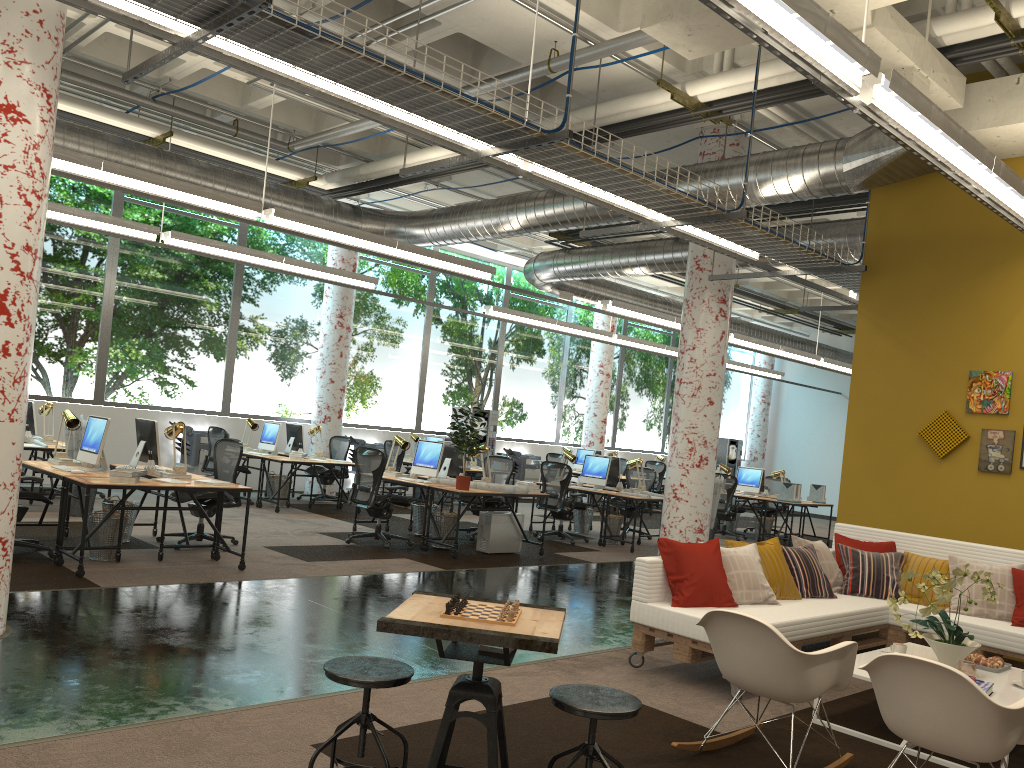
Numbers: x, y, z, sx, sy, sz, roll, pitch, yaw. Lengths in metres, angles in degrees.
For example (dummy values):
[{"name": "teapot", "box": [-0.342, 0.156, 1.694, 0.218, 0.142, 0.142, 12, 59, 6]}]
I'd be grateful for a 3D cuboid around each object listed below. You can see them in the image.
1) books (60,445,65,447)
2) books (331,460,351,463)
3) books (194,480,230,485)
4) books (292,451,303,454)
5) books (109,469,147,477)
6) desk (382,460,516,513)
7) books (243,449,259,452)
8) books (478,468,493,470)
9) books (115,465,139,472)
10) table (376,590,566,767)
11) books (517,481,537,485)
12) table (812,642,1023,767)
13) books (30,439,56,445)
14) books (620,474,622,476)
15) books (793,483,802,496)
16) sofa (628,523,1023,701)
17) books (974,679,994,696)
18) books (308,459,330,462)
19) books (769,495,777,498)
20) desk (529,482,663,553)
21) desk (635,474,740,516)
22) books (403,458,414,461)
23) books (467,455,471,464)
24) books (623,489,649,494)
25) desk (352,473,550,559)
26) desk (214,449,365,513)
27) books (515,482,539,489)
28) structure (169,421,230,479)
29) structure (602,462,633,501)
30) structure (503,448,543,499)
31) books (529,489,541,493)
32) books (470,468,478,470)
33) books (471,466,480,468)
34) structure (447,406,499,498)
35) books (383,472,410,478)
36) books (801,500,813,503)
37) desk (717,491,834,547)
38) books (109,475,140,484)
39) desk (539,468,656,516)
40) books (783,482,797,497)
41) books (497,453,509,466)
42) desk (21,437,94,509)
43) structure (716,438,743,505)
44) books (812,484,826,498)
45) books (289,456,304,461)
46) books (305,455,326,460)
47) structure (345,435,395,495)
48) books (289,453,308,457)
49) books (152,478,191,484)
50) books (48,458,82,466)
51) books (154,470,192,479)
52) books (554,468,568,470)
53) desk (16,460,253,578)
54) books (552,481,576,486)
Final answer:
[{"name": "books", "box": [-5.209, 0.748, 10.521, 0.243, 0.019, 0.205, 6, -3, -7]}, {"name": "books", "box": [-2.529, 1.147, 13.093, 0.200, 0.024, 0.236, 5, -3, 20]}, {"name": "books", "box": [-2.616, 0.860, 7.725, 0.200, 0.024, 0.236, 5, -3, 20]}, {"name": "books", "box": [-3.046, 0.976, 12.574, 0.153, 0.030, 0.185, 7, -3, -16]}, {"name": "books", "box": [-3.121, 0.722, 7.209, 0.193, 0.044, 0.258, 6, -3, 4]}, {"name": "desk", "box": [-1.129, 1.785, 15.465, 1.405, 0.724, 1.936, 8, -3, -44]}, {"name": "books", "box": [-4.040, 1.010, 13.561, 0.226, 0.038, 0.308, 8, -4, -44]}, {"name": "books", "box": [-0.450, 1.459, 15.111, 0.200, 0.024, 0.236, 5, -3, 20]}, {"name": "books", "box": [-3.133, 0.689, 7.206, 0.153, 0.030, 0.185, 7, -3, -16]}, {"name": "table", "box": [-0.160, 1.240, 3.321, 0.625, 0.759, 0.617, 6, -1, 6]}, {"name": "books", "box": [0.170, 1.164, 10.405, 0.184, 0.030, 0.153, 3, -4, 44]}, {"name": "table", "box": [2.479, 1.807, 5.021, 1.266, 0.330, 0.982, 8, -4, -44]}, {"name": "books", "box": [-5.698, 0.700, 10.771, 0.226, 0.038, 0.308, 8, -4, -44]}, {"name": "books", "box": [2.099, 1.873, 18.342, 0.226, 0.038, 0.308, 8, -4, -44]}, {"name": "books", "box": [4.688, 1.810, 14.749, 0.068, 0.310, 0.233, 6, -1, -44]}, {"name": "sofa", "box": [2.478, 1.541, 5.949, 2.864, 0.931, 2.013, 8, -4, -44]}, {"name": "books", "box": [2.333, 1.585, 4.673, 0.333, 0.048, 0.280, 4, -4, 37]}, {"name": "books", "box": [-2.805, 1.111, 12.883, 0.243, 0.019, 0.206, 4, -3, 23]}, {"name": "books", "box": [4.730, 1.995, 15.607, 0.226, 0.038, 0.308, 8, -4, -44]}, {"name": "desk", "box": [1.438, 1.904, 12.806, 1.405, 0.724, 1.936, 8, -3, -44]}, {"name": "desk", "box": [4.049, 2.564, 20.492, 1.405, 0.724, 1.936, 8, -3, -44]}, {"name": "books", "box": [-1.804, 1.347, 15.732, 0.226, 0.038, 0.308, 8, -4, -44]}, {"name": "books", "box": [-0.795, 1.258, 14.714, 0.068, 0.310, 0.233, 6, -1, -44]}, {"name": "books", "box": [1.813, 1.564, 12.913, 0.226, 0.038, 0.308, 8, -4, -44]}, {"name": "desk", "box": [-0.755, 1.548, 10.580, 1.405, 0.724, 1.936, 8, -3, -44]}, {"name": "desk", "box": [-3.365, 1.448, 13.294, 1.405, 0.724, 1.936, 8, -3, -44]}, {"name": "books", "box": [0.179, 1.197, 10.415, 0.193, 0.044, 0.257, 7, -3, -26]}, {"name": "structure", "box": [-4.923, 1.168, 14.076, 1.061, 1.057, 0.502, 7, -1, -44]}, {"name": "structure", "box": [2.571, 2.296, 21.355, 1.061, 1.057, 0.502, 7, -1, -44]}, {"name": "structure", "box": [0.246, 1.946, 19.098, 1.061, 1.057, 0.502, 7, -1, -44]}, {"name": "books", "box": [0.168, 1.242, 10.389, 0.271, 0.050, 0.201, 3, -4, 43]}, {"name": "books", "box": [-0.727, 1.424, 14.902, 0.243, 0.019, 0.206, 4, -3, 23]}, {"name": "books", "box": [-0.753, 1.444, 15.572, 0.226, 0.038, 0.308, 8, -4, -44]}, {"name": "structure", "box": [-0.820, 1.406, 18.023, 0.752, 1.810, 0.636, 6, 0, -44]}, {"name": "books", "box": [-1.431, 1.110, 10.847, 0.226, 0.038, 0.308, 8, -4, -44]}, {"name": "books", "box": [5.033, 2.011, 15.147, 0.200, 0.024, 0.236, 5, -3, 20]}, {"name": "desk", "box": [4.355, 2.336, 15.500, 1.405, 0.724, 1.936, 8, -3, -44]}, {"name": "books", "box": [-3.144, 0.766, 7.189, 0.200, 0.050, 0.271, 7, -3, -16]}, {"name": "desk", "box": [1.724, 2.214, 18.235, 1.405, 0.724, 1.936, 8, -3, -44]}, {"name": "books", "box": [4.583, 1.794, 14.647, 0.068, 0.310, 0.233, 6, -1, -44]}, {"name": "books", "box": [-0.177, 1.351, 15.314, 0.068, 0.310, 0.233, 6, -1, -44]}, {"name": "desk", "box": [-6.073, 1.041, 10.664, 1.405, 0.724, 1.936, 8, -3, -44]}, {"name": "structure", "box": [5.861, 2.411, 24.510, 0.752, 1.810, 0.636, 6, 0, -44]}, {"name": "books", "box": [5.306, 1.903, 15.349, 0.068, 0.310, 0.233, 6, -1, -44]}, {"name": "books", "box": [-3.057, 1.052, 12.557, 0.200, 0.050, 0.271, 7, -3, -16]}, {"name": "books", "box": [-2.989, 1.107, 13.401, 0.226, 0.038, 0.308, 8, -4, -44]}, {"name": "structure", "box": [-2.607, 1.517, 16.328, 1.061, 1.057, 0.502, 7, -1, -44]}, {"name": "books", "box": [-3.034, 1.008, 12.577, 0.193, 0.044, 0.258, 6, -3, 4]}, {"name": "books", "box": [-2.892, 0.824, 7.515, 0.243, 0.019, 0.206, 4, -3, 23]}, {"name": "books", "box": [-4.127, 0.724, 8.193, 0.226, 0.038, 0.308, 8, -4, -44]}, {"name": "books", "box": [-3.076, 0.821, 8.032, 0.226, 0.038, 0.308, 8, -4, -44]}, {"name": "books", "box": [1.049, 1.776, 18.502, 0.226, 0.038, 0.308, 8, -4, -44]}, {"name": "desk", "box": [-3.451, 1.162, 7.926, 1.405, 0.724, 1.936, 8, -3, -44]}, {"name": "books", "box": [0.763, 1.467, 13.073, 0.226, 0.038, 0.308, 8, -4, -44]}]
